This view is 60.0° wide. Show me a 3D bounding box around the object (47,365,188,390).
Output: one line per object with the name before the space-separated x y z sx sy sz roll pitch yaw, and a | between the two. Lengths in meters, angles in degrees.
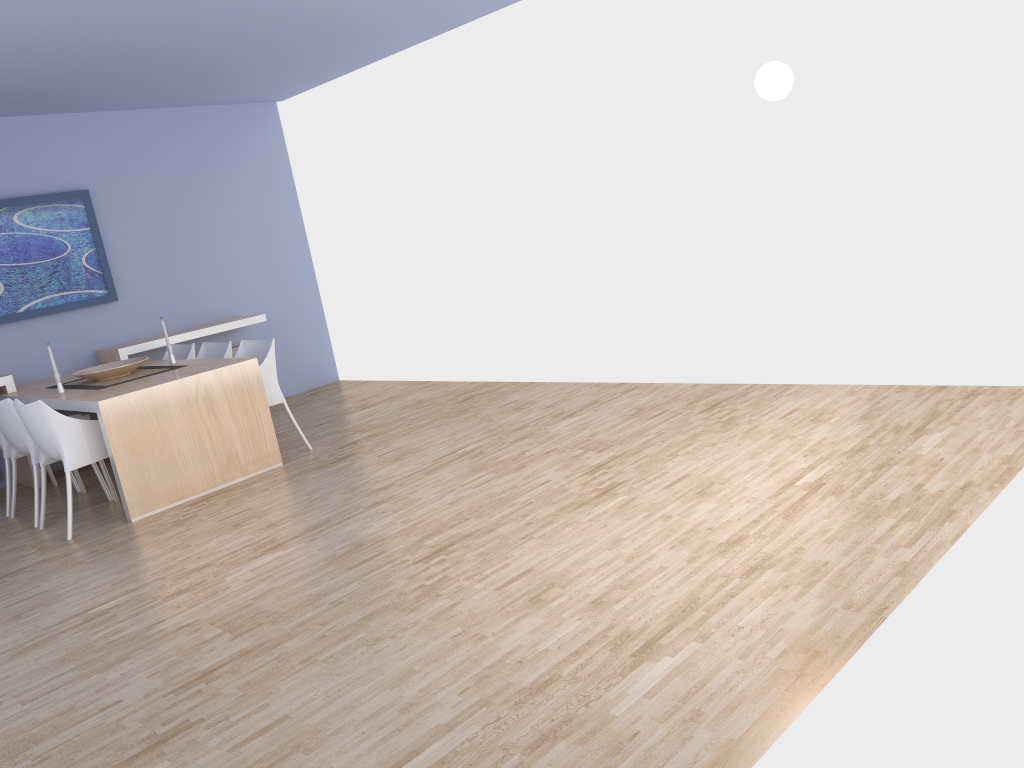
object | -2.699 -0.047 6.027 0.986 0.005 0.594 0 16 45

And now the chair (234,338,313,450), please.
chair | -1.772 0.121 5.989 0.510 0.793 0.486 1 16 45

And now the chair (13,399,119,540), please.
chair | -2.560 0.424 5.212 0.510 0.793 0.486 1 16 45

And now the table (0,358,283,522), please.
table | -2.714 0.303 6.166 2.340 0.718 1.002 1 16 45

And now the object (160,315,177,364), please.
object | -2.407 -0.313 6.188 0.045 0.349 0.045 1 16 45

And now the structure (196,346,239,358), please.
structure | -3.640 0.371 6.829 0.064 0.503 3.843 1 16 45

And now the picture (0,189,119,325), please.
picture | -3.731 -0.948 6.725 0.049 0.901 1.252 1 16 45

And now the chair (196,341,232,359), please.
chair | -2.191 0.117 6.412 0.510 0.793 0.486 1 16 46

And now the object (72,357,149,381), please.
object | -2.711 -0.087 6.018 0.493 0.081 0.493 -16 12 -25

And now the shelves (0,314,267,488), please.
shelves | -3.574 0.308 6.639 0.463 0.840 3.901 1 16 45

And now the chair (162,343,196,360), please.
chair | -2.604 0.112 6.830 0.510 0.793 0.486 1 16 45

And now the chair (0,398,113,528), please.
chair | -2.964 0.420 5.620 0.510 0.793 0.486 1 16 45

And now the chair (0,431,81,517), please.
chair | -3.368 0.415 6.028 0.510 0.793 0.486 1 16 45

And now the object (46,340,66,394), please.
object | -2.929 -0.113 5.674 0.045 0.349 0.045 -11 11 -2
